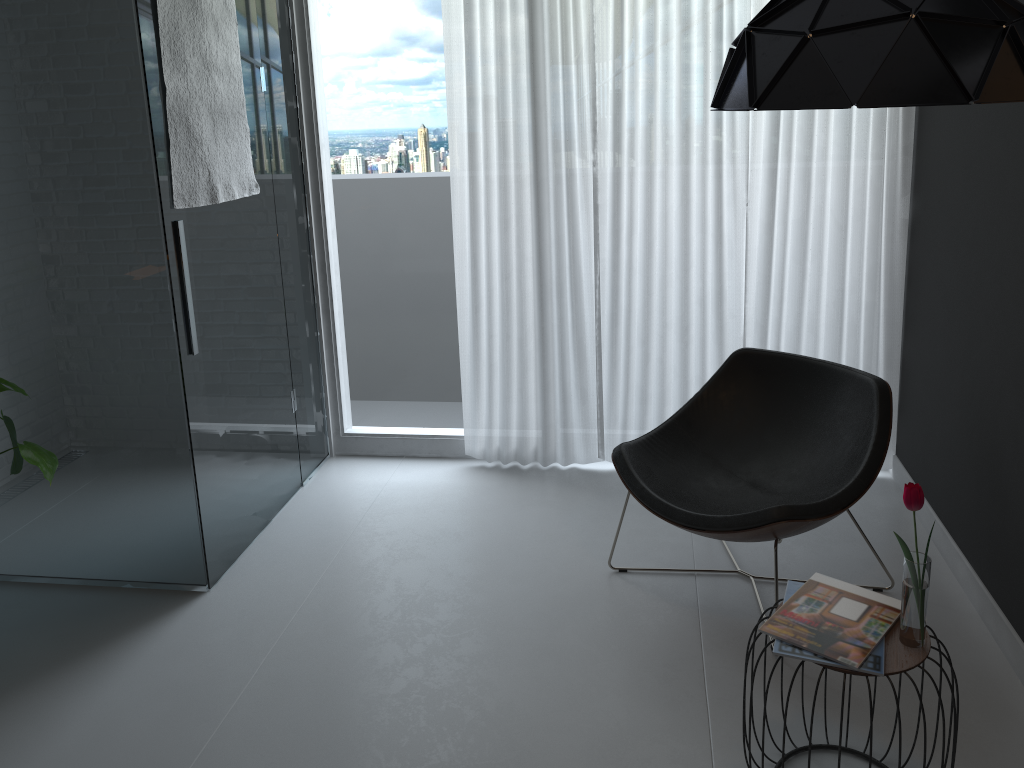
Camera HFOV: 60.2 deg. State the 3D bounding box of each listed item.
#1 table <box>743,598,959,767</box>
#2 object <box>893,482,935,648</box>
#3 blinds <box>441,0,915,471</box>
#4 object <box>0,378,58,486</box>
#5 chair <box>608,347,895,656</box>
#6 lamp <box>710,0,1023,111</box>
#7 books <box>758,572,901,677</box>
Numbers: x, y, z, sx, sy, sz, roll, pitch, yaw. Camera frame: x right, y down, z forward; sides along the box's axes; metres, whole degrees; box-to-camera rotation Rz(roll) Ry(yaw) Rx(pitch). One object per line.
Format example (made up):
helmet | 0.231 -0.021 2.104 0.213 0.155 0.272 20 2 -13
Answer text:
table | 0.758 0.748 2.007 0.451 0.427 0.460 -6 16 -13
object | 0.843 0.386 1.858 0.066 0.349 0.077 9 18 40
blinds | 0.649 -0.920 3.572 1.852 2.646 0.139 0 13 9
object | -1.811 0.382 2.476 0.854 1.028 1.007 5 17 27
chair | 0.796 0.319 2.933 0.822 0.678 0.799 -14 20 -36
lamp | 0.676 -0.969 1.602 0.584 0.886 0.618 5 16 26
books | -3.101 1.101 1.222 8.247 0.365 0.413 -6 16 -11
